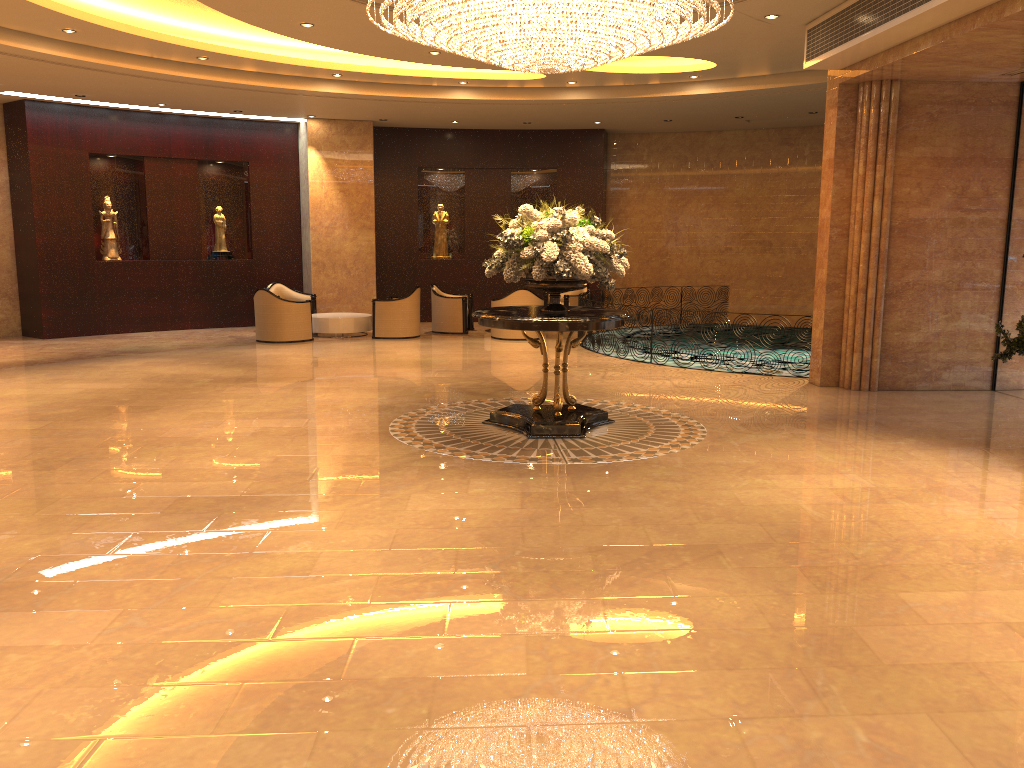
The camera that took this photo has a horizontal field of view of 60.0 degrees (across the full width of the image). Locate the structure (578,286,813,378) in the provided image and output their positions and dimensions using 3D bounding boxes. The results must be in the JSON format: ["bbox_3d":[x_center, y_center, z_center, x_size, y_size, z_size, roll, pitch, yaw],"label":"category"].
[{"bbox_3d":[3.061,-1.054,15.494,3.815,0.995,7.624,3,10,14],"label":"structure"}]

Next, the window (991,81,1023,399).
[{"bbox_3d":[5.888,-1.373,8.599,0.047,3.571,3.515,0,9,-4],"label":"window"}]

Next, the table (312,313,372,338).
[{"bbox_3d":[-3.172,-1.085,16.282,1.196,0.354,1.196,4,10,22],"label":"table"}]

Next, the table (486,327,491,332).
[{"bbox_3d":[0.062,-1.204,17.126,1.196,0.354,1.196,4,10,23],"label":"table"}]

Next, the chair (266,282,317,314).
[{"bbox_3d":[-4.258,-1.463,16.819,0.951,0.916,0.769,-9,13,-43],"label":"chair"}]

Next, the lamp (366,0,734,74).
[{"bbox_3d":[0.327,-3.392,7.866,3.206,1.196,3.204,6,11,33],"label":"lamp"}]

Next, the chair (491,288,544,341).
[{"bbox_3d":[0.121,-1.263,15.762,0.951,0.916,0.769,-1,9,-9],"label":"chair"}]

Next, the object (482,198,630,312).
[{"bbox_3d":[0.391,-1.171,8.207,1.277,0.999,1.318,5,10,26],"label":"object"}]

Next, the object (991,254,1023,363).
[{"bbox_3d":[4.912,-0.645,7.692,1.250,2.363,0.843,-4,10,-23],"label":"object"}]

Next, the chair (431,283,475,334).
[{"bbox_3d":[-1.150,-1.447,16.837,0.769,0.916,0.951,1,9,6],"label":"chair"}]

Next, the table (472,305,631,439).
[{"bbox_3d":[0.364,-0.147,8.404,1.493,1.089,1.493,-1,9,-10],"label":"table"}]

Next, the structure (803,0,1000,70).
[{"bbox_3d":[3.688,-3.507,8.104,0.425,0.483,4.113,0,9,-4],"label":"structure"}]

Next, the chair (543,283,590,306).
[{"bbox_3d":[1.133,-1.554,17.571,0.769,0.916,0.951,-5,11,-28],"label":"chair"}]

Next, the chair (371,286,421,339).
[{"bbox_3d":[-2.031,-1.305,15.935,0.769,0.916,0.951,2,9,11],"label":"chair"}]

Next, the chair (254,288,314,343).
[{"bbox_3d":[-3.984,-1.194,15.188,0.951,0.916,0.769,6,11,31],"label":"chair"}]
